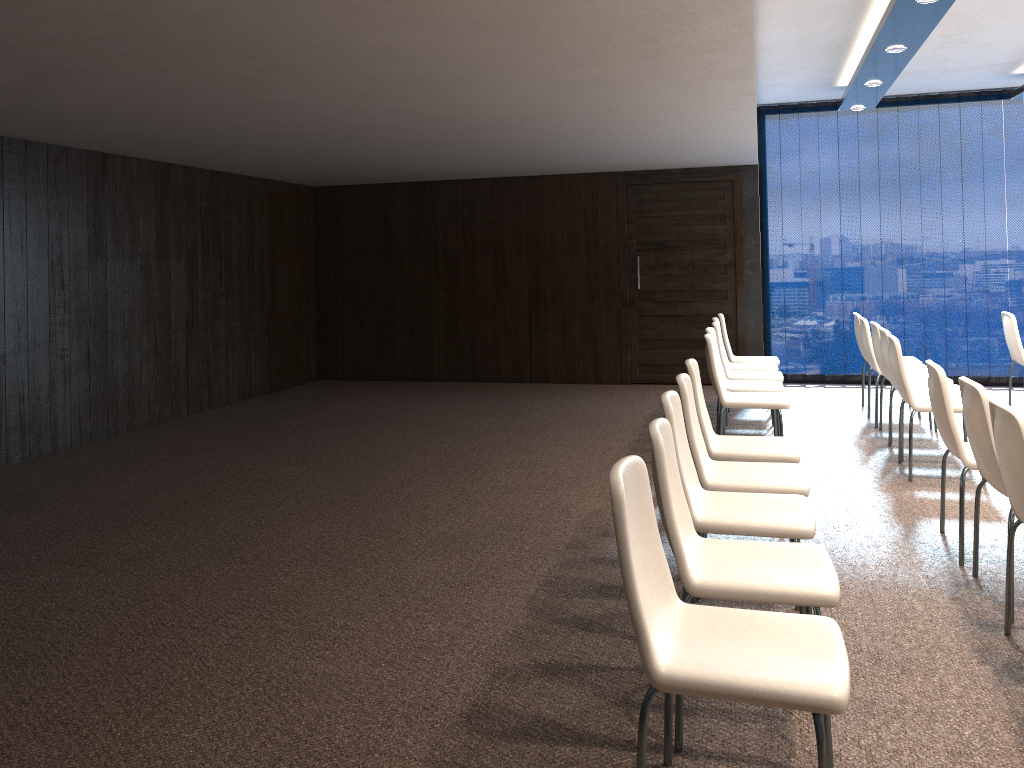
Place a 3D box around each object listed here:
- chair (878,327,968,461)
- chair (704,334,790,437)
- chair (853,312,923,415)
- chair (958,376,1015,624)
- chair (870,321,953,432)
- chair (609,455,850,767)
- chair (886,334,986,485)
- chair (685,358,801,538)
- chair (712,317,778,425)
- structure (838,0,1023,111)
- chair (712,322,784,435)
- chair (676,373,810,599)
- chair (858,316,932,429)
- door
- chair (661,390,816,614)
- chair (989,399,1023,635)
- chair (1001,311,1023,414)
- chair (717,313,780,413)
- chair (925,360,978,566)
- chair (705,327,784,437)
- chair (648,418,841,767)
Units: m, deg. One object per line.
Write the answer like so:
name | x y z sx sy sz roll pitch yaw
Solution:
chair | 2.924 0.048 6.234 0.557 0.900 0.533 -1 1 15
chair | 1.610 0.110 5.997 0.557 0.900 0.533 -1 1 15
chair | 3.429 -0.205 8.009 0.557 0.900 0.533 -1 1 16
chair | 2.149 0.431 3.561 0.557 0.900 0.533 -1 1 15
chair | 3.106 -0.037 6.829 0.557 0.900 0.533 -1 1 15
chair | 0.538 0.656 2.171 0.557 0.900 0.533 -1 1 18
chair | 2.746 0.127 5.684 0.557 0.900 0.533 -1 1 17
chair | 1.178 0.328 4.473 0.557 0.900 0.533 -1 1 15
chair | 2.066 -0.140 7.753 0.557 0.900 0.533 -1 1 16
structure | 8.595 -2.282 3.410 13.138 0.230 8.135 1 8 16
chair | 1.933 -0.059 7.179 0.557 0.900 0.533 -1 1 16
chair | 1.019 0.413 3.876 0.557 0.900 0.533 -1 1 14
chair | 3.248 -0.122 7.425 0.557 0.900 0.533 -1 1 16
door | 1.931 -1.192 9.976 1.399 2.406 0.269 -1 -1 16
chair | 0.863 0.489 3.344 0.557 0.900 0.533 -1 1 16
chair | 1.958 0.516 2.970 0.557 0.900 0.533 -1 1 14
chair | 4.615 -0.184 7.656 0.557 0.900 0.533 -1 1 17
chair | 2.245 -0.220 8.306 0.557 0.900 0.533 -1 1 15
chair | 2.293 0.344 4.174 0.557 0.900 0.533 -1 1 18
chair | 1.754 0.025 6.598 0.557 0.900 0.533 -1 1 18
chair | 0.721 0.575 2.739 0.557 0.900 0.533 -1 1 14
